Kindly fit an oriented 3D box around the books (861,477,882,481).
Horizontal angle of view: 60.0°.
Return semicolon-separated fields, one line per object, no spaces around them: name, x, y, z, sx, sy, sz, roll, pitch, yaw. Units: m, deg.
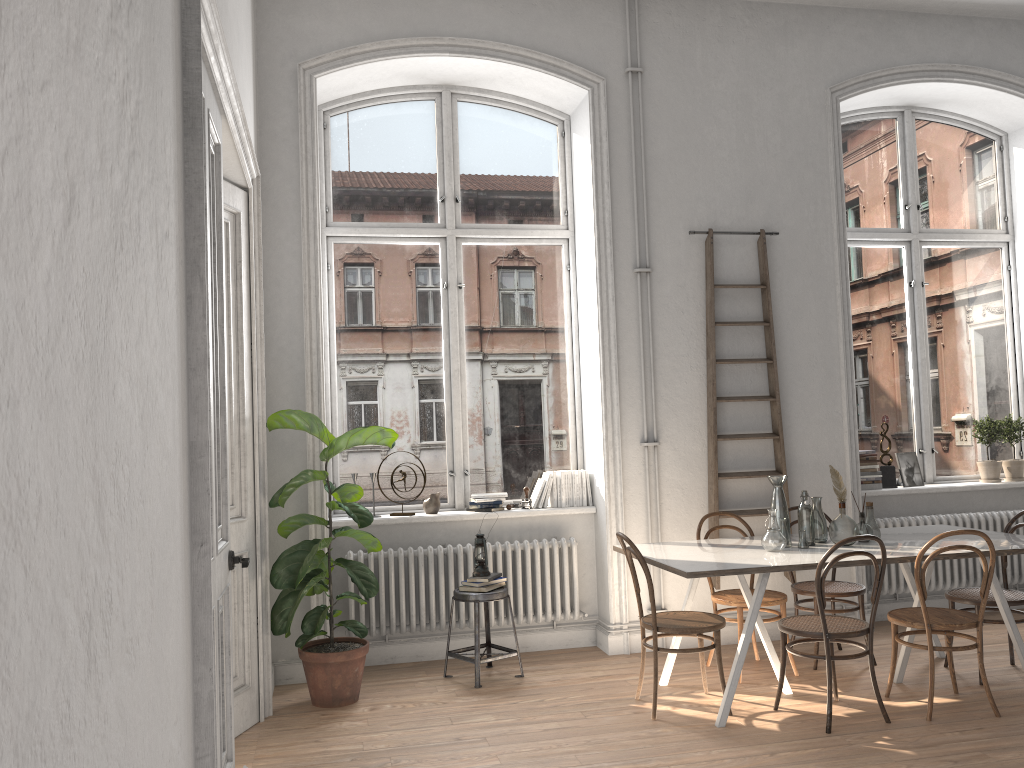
books;2.570;0.702;6.561;0.249;0.023;0.175;-1;-3;-11

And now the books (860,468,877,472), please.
books;2.579;0.638;6.579;0.205;0.022;0.155;-2;-3;2

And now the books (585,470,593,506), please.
books;0.510;0.719;6.156;0.040;0.244;0.174;-1;-3;-12

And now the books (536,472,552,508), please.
books;0.210;0.729;6.093;0.100;0.235;0.174;-1;-3;-12

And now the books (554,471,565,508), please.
books;0.330;0.723;6.109;0.024;0.243;0.175;-1;-3;-12

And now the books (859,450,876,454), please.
books;2.566;0.509;6.594;0.201;0.024;0.159;-1;-4;-22

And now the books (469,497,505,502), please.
books;-0.167;0.779;5.985;0.205;0.020;0.155;-1;-4;-22

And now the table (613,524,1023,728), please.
table;1.794;1.275;4.873;2.200;0.779;1.101;-1;-3;-12

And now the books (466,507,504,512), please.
books;-0.179;0.846;5.995;0.221;0.023;0.147;-5;-4;37

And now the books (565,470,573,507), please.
books;0.385;0.723;6.152;0.024;0.243;0.175;-1;-3;-12

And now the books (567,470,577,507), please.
books;0.411;0.721;6.135;0.019;0.243;0.174;-1;-3;-12

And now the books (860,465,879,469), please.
books;2.580;0.615;6.586;0.222;0.024;0.158;-1;-3;-12

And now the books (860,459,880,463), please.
books;2.571;0.573;6.581;0.243;0.019;0.174;-1;-3;-12

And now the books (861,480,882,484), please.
books;2.571;0.725;6.560;0.249;0.023;0.175;-1;-3;-16

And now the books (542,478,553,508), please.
books;0.235;0.745;6.099;0.072;0.203;0.155;-1;-3;-12

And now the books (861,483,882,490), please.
books;2.570;0.758;6.559;0.248;0.043;0.192;-1;-3;-12

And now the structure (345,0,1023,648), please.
structure;1.421;-0.486;6.165;5.181;4.472;0.340;-1;-3;-12

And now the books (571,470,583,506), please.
books;0.451;0.722;6.166;0.024;0.243;0.175;-1;-3;-12

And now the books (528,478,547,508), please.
books;0.171;0.750;6.088;0.105;0.194;0.155;-1;-3;-13

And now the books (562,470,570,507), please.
books;0.365;0.723;6.143;0.019;0.243;0.174;-1;-3;-12

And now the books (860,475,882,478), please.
books;2.576;0.684;6.579;0.255;0.014;0.193;-2;-3;-9

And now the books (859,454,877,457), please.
books;2.574;0.530;6.585;0.205;0.020;0.155;-1;-3;-12

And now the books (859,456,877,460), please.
books;2.562;0.552;6.581;0.231;0.023;0.162;-2;-3;4

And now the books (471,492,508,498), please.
books;-0.153;0.755;6.010;0.244;0.019;0.174;-2;-3;-2

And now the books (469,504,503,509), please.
books;-0.173;0.823;5.994;0.205;0.022;0.155;-3;-3;8

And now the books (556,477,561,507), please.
books;0.307;0.743;6.114;0.020;0.205;0.155;-1;-3;-12

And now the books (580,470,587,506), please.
books;0.479;0.720;6.152;0.024;0.243;0.175;-1;-3;-12

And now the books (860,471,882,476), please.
books;2.574;0.663;6.581;0.245;0.028;0.193;-1;-3;-17

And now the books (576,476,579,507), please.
books;0.433;0.740;6.140;0.020;0.205;0.155;-1;-3;-12

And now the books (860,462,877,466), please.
books;2.577;0.593;6.581;0.205;0.022;0.155;-1;-3;-17

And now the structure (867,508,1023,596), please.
structure;3.273;1.225;6.529;1.577;0.552;0.194;-1;-3;-12

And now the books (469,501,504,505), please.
books;-0.171;0.801;5.995;0.221;0.023;0.147;-2;-3;4

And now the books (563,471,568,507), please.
books;0.350;0.723;6.123;0.019;0.243;0.174;-1;-3;-12

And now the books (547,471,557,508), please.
books;0.276;0.726;6.130;0.024;0.243;0.175;-1;-3;-12
